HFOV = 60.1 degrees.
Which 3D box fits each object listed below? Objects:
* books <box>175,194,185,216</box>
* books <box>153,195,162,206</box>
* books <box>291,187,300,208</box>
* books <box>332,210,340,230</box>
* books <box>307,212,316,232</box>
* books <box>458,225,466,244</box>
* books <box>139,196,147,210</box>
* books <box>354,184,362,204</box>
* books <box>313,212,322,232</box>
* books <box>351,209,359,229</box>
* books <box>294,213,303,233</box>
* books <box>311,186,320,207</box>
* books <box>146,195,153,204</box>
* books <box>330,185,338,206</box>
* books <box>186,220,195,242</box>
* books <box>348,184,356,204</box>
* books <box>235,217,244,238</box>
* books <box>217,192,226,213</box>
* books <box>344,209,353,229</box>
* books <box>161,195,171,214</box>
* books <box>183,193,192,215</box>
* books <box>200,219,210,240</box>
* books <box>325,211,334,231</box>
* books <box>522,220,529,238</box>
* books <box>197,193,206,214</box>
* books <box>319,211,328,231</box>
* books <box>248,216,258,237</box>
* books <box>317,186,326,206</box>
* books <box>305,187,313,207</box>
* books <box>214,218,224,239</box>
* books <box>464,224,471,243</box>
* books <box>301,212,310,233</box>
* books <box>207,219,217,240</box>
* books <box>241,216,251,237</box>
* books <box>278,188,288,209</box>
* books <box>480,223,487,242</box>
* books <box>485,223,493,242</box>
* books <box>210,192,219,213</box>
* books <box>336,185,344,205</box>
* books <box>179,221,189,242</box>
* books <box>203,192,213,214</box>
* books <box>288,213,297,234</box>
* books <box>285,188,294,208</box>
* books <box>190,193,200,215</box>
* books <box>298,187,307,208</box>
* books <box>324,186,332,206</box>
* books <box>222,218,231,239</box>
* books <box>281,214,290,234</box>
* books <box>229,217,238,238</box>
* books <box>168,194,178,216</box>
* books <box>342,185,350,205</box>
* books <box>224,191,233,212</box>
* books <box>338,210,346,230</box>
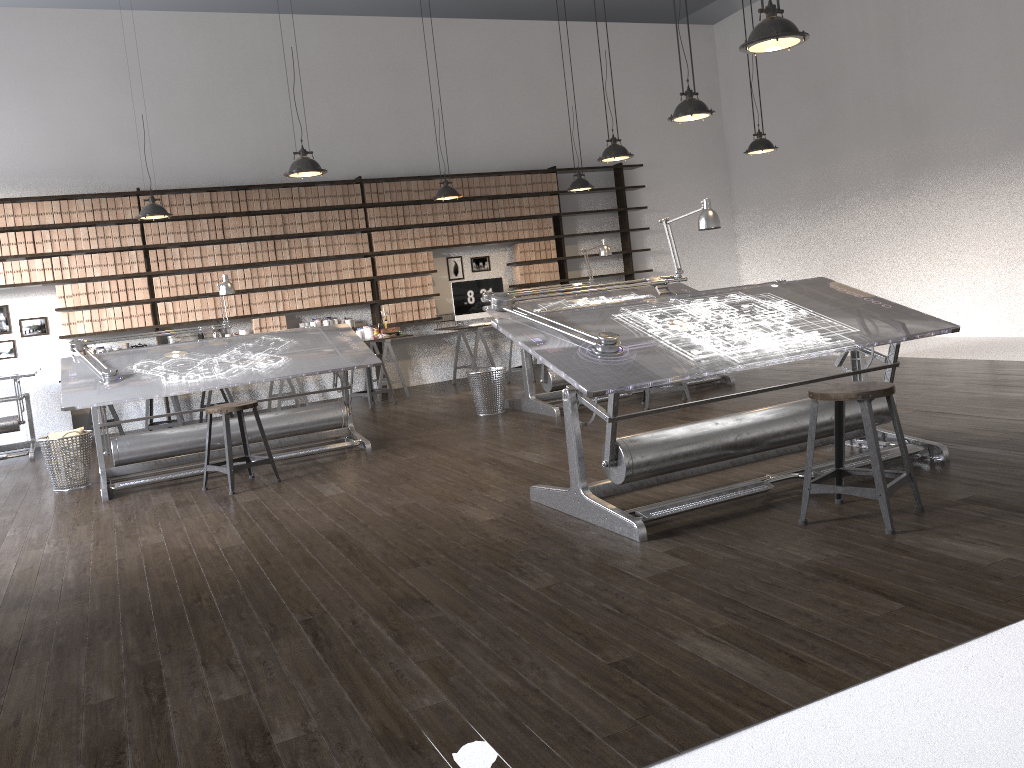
[{"bbox_3d":[-3.455,-1.853,9.215,0.067,0.225,0.175,-8,5,-24],"label":"books"},{"bbox_3d":[-3.644,-1.822,9.122,0.067,0.225,0.175,-8,5,-24],"label":"books"},{"bbox_3d":[-2.381,-2.029,9.705,0.067,0.225,0.175,-8,5,-24],"label":"books"},{"bbox_3d":[-1.983,-1.815,9.892,0.067,0.225,0.174,-8,5,-24],"label":"books"},{"bbox_3d":[-2.233,-1.775,9.780,0.067,0.225,0.175,-8,5,-24],"label":"books"},{"bbox_3d":[-0.626,-1.768,10.525,0.067,0.225,0.175,-8,5,-24],"label":"books"},{"bbox_3d":[-3.768,-1.802,9.070,0.067,0.225,0.175,-8,5,-24],"label":"books"},{"bbox_3d":[-1.758,-2.132,9.995,0.067,0.225,0.174,-8,5,-24],"label":"books"},{"bbox_3d":[-2.171,-1.784,9.804,0.067,0.225,0.175,-8,5,-24],"label":"books"},{"bbox_3d":[-1.787,-1.848,9.988,0.067,0.225,0.175,-8,5,-24],"label":"books"},{"bbox_3d":[-2.353,-1.755,9.721,0.067,0.225,0.175,-8,5,-24],"label":"books"},{"bbox_3d":[-2.193,-2.061,9.798,0.067,0.225,0.175,-8,5,-24],"label":"books"},{"bbox_3d":[-3.709,-1.811,9.092,0.067,0.225,0.175,-8,5,-24],"label":"books"},{"bbox_3d":[-2.007,-2.091,9.883,0.067,0.225,0.175,-8,5,-24],"label":"books"},{"bbox_3d":[-3.366,-1.589,9.259,0.067,0.225,0.175,-8,5,-24],"label":"books"},{"bbox_3d":[-1.823,-2.122,9.969,0.067,0.225,0.174,-8,5,-24],"label":"books"},{"bbox_3d":[-2.922,-1.661,9.457,0.067,0.225,0.175,-8,5,-24],"label":"books"},{"bbox_3d":[-3.086,-1.914,9.386,0.067,0.225,0.174,-8,5,-24],"label":"books"},{"bbox_3d":[-1.851,-1.837,9.952,0.067,0.225,0.175,-8,5,-24],"label":"books"},{"bbox_3d":[-3.580,-1.832,9.155,0.067,0.225,0.174,-8,5,-24],"label":"books"},{"bbox_3d":[-3.390,-1.863,9.241,0.067,0.225,0.175,-8,5,-24],"label":"books"},{"bbox_3d":[-3.237,-1.609,9.314,0.067,0.225,0.174,-8,5,-24],"label":"books"},{"bbox_3d":[-2.049,-1.805,9.866,0.067,0.225,0.174,-8,5,-24],"label":"books"},{"bbox_3d":[0.135,-1.893,10.872,0.067,0.225,0.175,-8,5,-24],"label":"books"},{"bbox_3d":[-3.270,-1.884,9.300,0.067,0.225,0.175,-8,5,-24],"label":"books"},{"bbox_3d":[-2.113,-1.795,9.837,0.067,0.225,0.175,-8,5,-24],"label":"books"},{"bbox_3d":[-2.793,-1.683,9.520,0.067,0.225,0.174,-8,5,-24],"label":"books"},{"bbox_3d":[-2.128,-2.071,9.823,0.067,0.225,0.175,-8,5,-24],"label":"books"},{"bbox_3d":[-2.256,-2.051,9.770,0.067,0.225,0.174,-8,5,-24],"label":"books"},{"bbox_3d":[-3.105,-1.631,9.374,0.067,0.225,0.175,-8,5,-24],"label":"books"},{"bbox_3d":[-0.564,-1.778,10.546,0.067,0.225,0.175,-8,5,-24],"label":"books"},{"bbox_3d":[-2.289,-1.765,9.752,0.067,0.225,0.175,-8,5,-24],"label":"books"},{"bbox_3d":[-3.175,-1.620,9.348,0.067,0.225,0.175,-8,5,-24],"label":"books"},{"bbox_3d":[-2.856,-1.672,9.487,0.067,0.225,0.175,-8,5,-24],"label":"books"},{"bbox_3d":[-2.505,-2.009,9.652,0.067,0.225,0.175,-8,5,-24],"label":"books"},{"bbox_3d":[-0.375,-1.809,10.639,0.067,0.225,0.175,-8,5,-24],"label":"books"},{"bbox_3d":[-0.307,-1.820,10.669,0.067,0.225,0.175,-8,5,-24],"label":"books"},{"bbox_3d":[-3.150,-1.904,9.357,0.067,0.225,0.175,-8,5,-24],"label":"books"},{"bbox_3d":[-1.945,-2.101,9.906,0.067,0.225,0.175,-8,5,-24],"label":"books"},{"bbox_3d":[-3.424,-1.578,9.225,0.067,0.225,0.175,-8,5,-24],"label":"books"},{"bbox_3d":[-3.208,-1.893,9.324,0.067,0.225,0.175,-8,5,-24],"label":"books"},{"bbox_3d":[-2.419,-1.744,9.695,0.067,0.225,0.175,-8,5,-24],"label":"books"},{"bbox_3d":[-2.446,-2.018,9.674,0.067,0.225,0.175,-8,5,-24],"label":"books"},{"bbox_3d":[-3.326,-1.874,9.273,0.067,0.225,0.175,-8,5,-24],"label":"books"},{"bbox_3d":[-2.318,-2.040,9.738,0.067,0.225,0.174,-8,5,-24],"label":"books"},{"bbox_3d":[-2.063,-2.082,9.855,0.067,0.225,0.175,-8,5,-24],"label":"books"},{"bbox_3d":[-3.040,-1.642,9.410,0.067,0.225,0.175,-8,5,-24],"label":"books"},{"bbox_3d":[-2.482,-1.734,9.668,0.067,0.225,0.174,-8,5,-24],"label":"books"},{"bbox_3d":[-2.980,-1.652,9.435,0.067,0.225,0.175,-8,5,-24],"label":"books"},{"bbox_3d":[-3.519,-1.843,9.188,0.067,0.225,0.174,-8,5,-24],"label":"books"},{"bbox_3d":[-1.887,-2.111,9.939,0.067,0.225,0.175,-8,5,-24],"label":"books"},{"bbox_3d":[-3.020,-1.924,9.412,0.067,0.225,0.174,-8,5,-24],"label":"books"},{"bbox_3d":[-1.921,-1.826,9.926,0.067,0.225,0.175,-8,5,-24],"label":"books"}]
